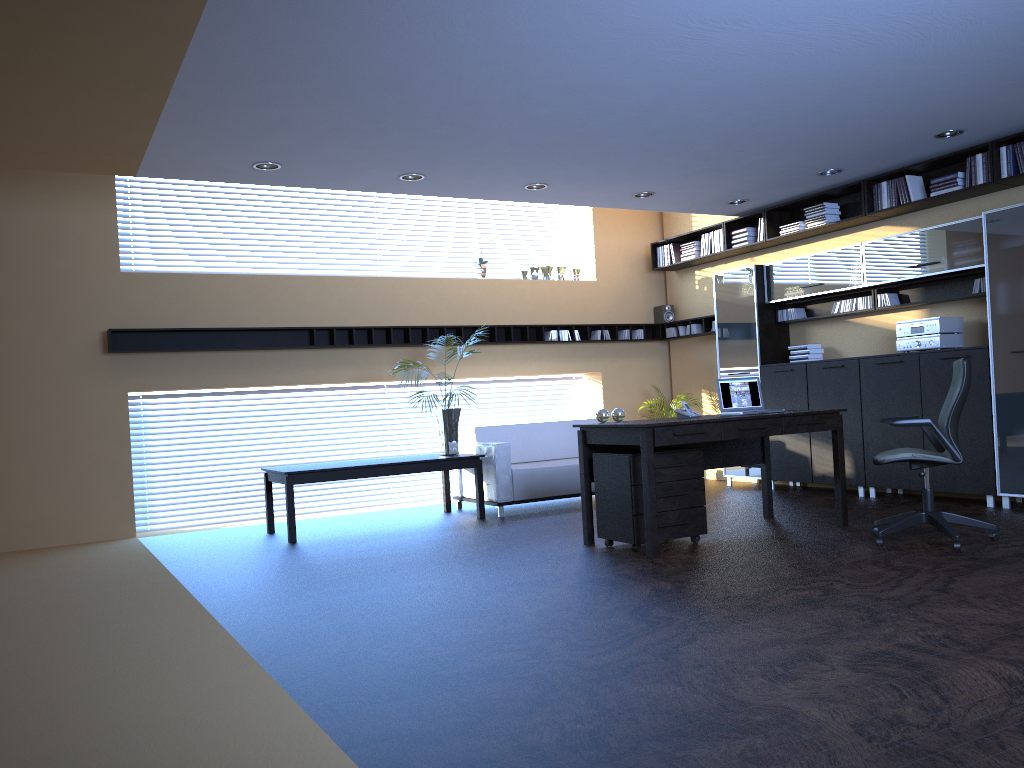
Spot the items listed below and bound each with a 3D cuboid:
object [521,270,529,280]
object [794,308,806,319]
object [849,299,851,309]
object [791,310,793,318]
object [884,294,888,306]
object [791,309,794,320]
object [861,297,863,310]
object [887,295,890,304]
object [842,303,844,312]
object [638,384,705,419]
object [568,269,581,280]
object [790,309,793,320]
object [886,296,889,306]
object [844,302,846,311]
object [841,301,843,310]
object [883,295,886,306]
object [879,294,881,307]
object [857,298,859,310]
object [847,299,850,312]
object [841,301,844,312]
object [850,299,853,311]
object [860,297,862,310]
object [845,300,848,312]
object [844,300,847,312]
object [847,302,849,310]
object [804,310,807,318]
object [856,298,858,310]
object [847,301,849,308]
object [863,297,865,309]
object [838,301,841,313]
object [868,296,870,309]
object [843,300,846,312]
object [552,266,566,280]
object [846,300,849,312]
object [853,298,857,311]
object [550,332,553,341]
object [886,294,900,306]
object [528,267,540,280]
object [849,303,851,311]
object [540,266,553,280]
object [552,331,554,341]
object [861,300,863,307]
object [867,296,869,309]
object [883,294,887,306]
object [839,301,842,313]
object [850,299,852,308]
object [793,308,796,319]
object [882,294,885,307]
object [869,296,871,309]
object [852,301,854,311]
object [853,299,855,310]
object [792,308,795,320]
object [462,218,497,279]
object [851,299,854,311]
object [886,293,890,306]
[{"bbox_3d":[0.154,-1.299,10.659,0.089,0.113,0.094,-3,0,7],"label":"object"},{"bbox_3d":[3.036,-0.741,9.342,0.142,0.118,0.040,-3,0,-29],"label":"object"},{"bbox_3d":[3.370,-0.773,8.721,0.140,0.116,0.036,-3,0,-29],"label":"object"},{"bbox_3d":[3.013,-0.740,9.382,0.140,0.117,0.026,-3,0,-28],"label":"object"},{"bbox_3d":[3.571,-0.792,8.354,0.142,0.120,0.030,-3,0,-28],"label":"object"},{"bbox_3d":[3.019,-0.740,9.374,0.142,0.120,0.030,-3,0,-29],"label":"object"},{"bbox_3d":[3.439,-0.780,8.591,0.140,0.118,0.006,-3,0,-29],"label":"object"},{"bbox_3d":[3.585,-0.793,8.333,0.140,0.116,0.036,-3,0,-28],"label":"object"},{"bbox_3d":[3.336,-0.770,8.794,0.140,0.116,0.036,-3,0,-28],"label":"object"},{"bbox_3d":[1.945,0.583,10.756,0.841,1.241,0.689,-3,0,5],"label":"object"},{"bbox_3d":[0.783,-1.346,11.000,0.124,0.149,0.118,-3,0,-28],"label":"object"},{"bbox_3d":[3.007,-0.739,9.402,0.142,0.120,0.009,-3,0,-29],"label":"object"},{"bbox_3d":[3.577,-0.793,8.345,0.140,0.117,0.026,-3,0,-28],"label":"object"},{"bbox_3d":[3.346,-0.771,8.777,0.140,0.116,0.036,-3,0,-29],"label":"object"},{"bbox_3d":[3.326,-0.769,8.812,0.140,0.116,0.036,-3,0,-29],"label":"object"},{"bbox_3d":[3.564,-0.791,8.373,0.140,0.117,0.026,-3,0,-28],"label":"object"},{"bbox_3d":[3.538,-0.790,8.407,0.142,0.120,0.009,-3,0,-28],"label":"object"},{"bbox_3d":[3.416,-0.778,8.636,0.142,0.120,0.009,-3,0,-28],"label":"object"},{"bbox_3d":[3.364,-0.773,8.730,0.142,0.118,0.040,-3,0,-28],"label":"object"},{"bbox_3d":[3.328,-0.769,8.802,0.140,0.116,0.036,-3,0,-28],"label":"object"},{"bbox_3d":[3.381,-0.774,8.704,0.142,0.118,0.040,-3,0,-28],"label":"object"},{"bbox_3d":[3.434,-0.780,8.600,0.142,0.120,0.009,-3,0,-29],"label":"object"},{"bbox_3d":[3.356,-0.772,8.760,0.142,0.118,0.040,-3,0,-28],"label":"object"},{"bbox_3d":[3.349,-0.771,8.768,0.142,0.118,0.040,-3,0,-28],"label":"object"},{"bbox_3d":[3.363,-0.773,8.740,0.140,0.116,0.036,-3,0,-29],"label":"object"},{"bbox_3d":[3.042,-0.741,9.345,0.140,0.116,0.036,-3,0,-28],"label":"object"},{"bbox_3d":[3.413,-0.778,8.646,0.142,0.120,0.009,-3,0,-28],"label":"object"},{"bbox_3d":[3.364,-0.773,8.741,0.142,0.118,0.040,-3,0,-28],"label":"object"},{"bbox_3d":[3.448,-0.781,8.574,0.142,0.120,0.009,-3,0,-28],"label":"object"},{"bbox_3d":[3.313,-0.768,8.829,0.142,0.118,0.040,-3,0,-29],"label":"object"},{"bbox_3d":[3.479,-0.784,8.521,0.142,0.120,0.009,-3,0,-29],"label":"object"},{"bbox_3d":[3.336,-0.770,8.784,0.142,0.118,0.040,-3,0,-29],"label":"object"},{"bbox_3d":[0.582,-1.349,10.892,0.144,0.173,0.137,-3,0,-38],"label":"object"},{"bbox_3d":[3.355,-0.772,8.747,0.140,0.116,0.036,-3,0,-29],"label":"object"},{"bbox_3d":[3.401,-0.776,8.670,0.142,0.118,0.040,-3,0,-28],"label":"object"},{"bbox_3d":[0.444,-0.569,10.580,0.009,0.120,0.142,-3,0,-28],"label":"object"},{"bbox_3d":[3.587,-0.793,8.334,0.142,0.118,0.040,-3,0,-28],"label":"object"},{"bbox_3d":[0.268,-1.328,10.721,0.133,0.160,0.126,-3,0,-8],"label":"object"},{"bbox_3d":[3.374,-0.774,8.724,0.142,0.118,0.040,-3,0,-28],"label":"object"},{"bbox_3d":[0.423,-1.342,10.809,0.137,0.173,0.144,-3,0,22],"label":"object"},{"bbox_3d":[0.453,-0.570,10.584,0.009,0.120,0.142,-3,0,-28],"label":"object"},{"bbox_3d":[3.442,-0.780,8.593,0.142,0.120,0.009,-3,0,-28],"label":"object"},{"bbox_3d":[3.475,-0.783,8.542,0.142,0.120,0.009,-3,0,-28],"label":"object"},{"bbox_3d":[3.566,-0.792,8.363,0.142,0.120,0.030,-3,0,-28],"label":"object"},{"bbox_3d":[3.318,-0.769,8.820,0.142,0.118,0.040,-3,0,-28],"label":"object"},{"bbox_3d":[3.382,-0.774,8.717,0.142,0.118,0.040,-3,0,-29],"label":"object"},{"bbox_3d":[3.026,-0.741,9.354,0.142,0.120,0.030,-3,0,-28],"label":"object"},{"bbox_3d":[3.553,-0.791,8.391,0.142,0.120,0.009,-3,0,-29],"label":"object"},{"bbox_3d":[3.484,-0.784,8.513,0.142,0.120,0.009,-3,0,-28],"label":"object"},{"bbox_3d":[3.393,-0.776,8.688,0.142,0.118,0.040,-3,0,-29],"label":"object"},{"bbox_3d":[3.395,-0.776,8.677,0.140,0.116,0.036,-3,0,-29],"label":"object"},{"bbox_3d":[3.027,-0.741,9.366,0.142,0.120,0.030,-3,0,-28],"label":"object"},{"bbox_3d":[-0.337,-1.569,10.404,0.352,0.695,0.437,-3,0,41],"label":"object"},{"bbox_3d":[3.389,-0.775,8.698,0.142,0.118,0.040,-3,0,-29],"label":"object"},{"bbox_3d":[3.580,-0.793,8.347,0.142,0.120,0.030,-3,0,-28],"label":"object"}]
